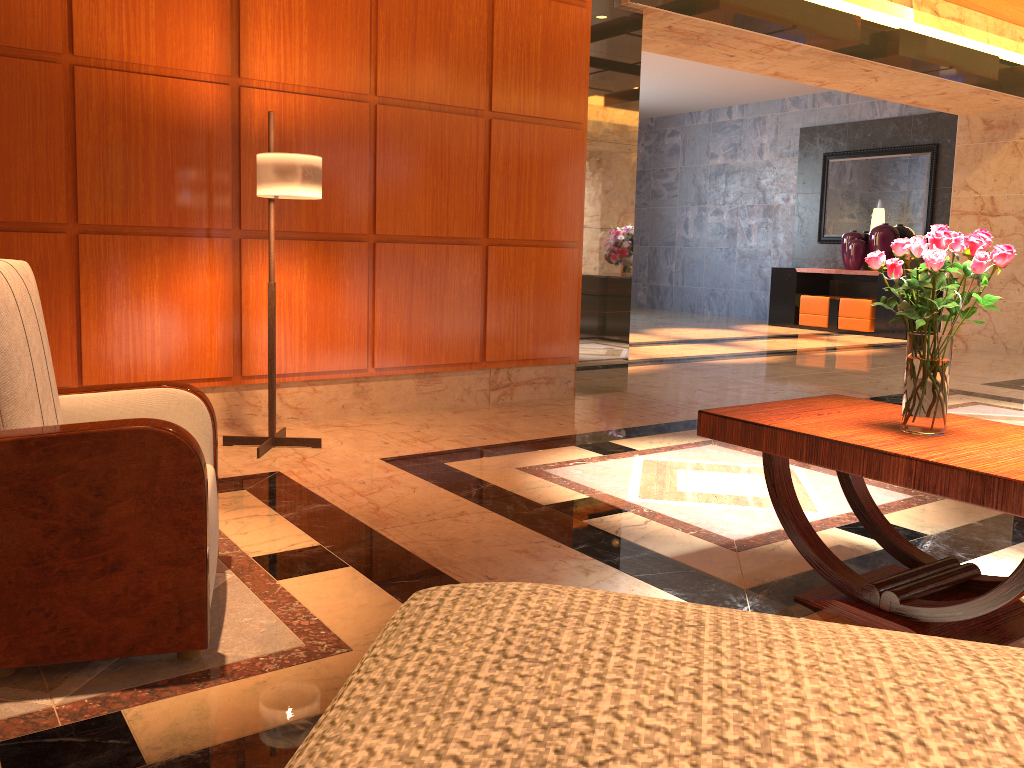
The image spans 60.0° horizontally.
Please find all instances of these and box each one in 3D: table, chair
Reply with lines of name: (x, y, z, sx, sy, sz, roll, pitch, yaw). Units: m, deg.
table: (1.215, 0.405, 2.592, 0.725, 0.531, 1.172, -4, 10, -35)
chair: (-1.117, 0.155, 2.362, 0.628, 0.956, 0.741, 0, 8, -16)
chair: (0.277, 0.495, 0.384, 0.738, 0.956, 0.631, 3, 7, 14)

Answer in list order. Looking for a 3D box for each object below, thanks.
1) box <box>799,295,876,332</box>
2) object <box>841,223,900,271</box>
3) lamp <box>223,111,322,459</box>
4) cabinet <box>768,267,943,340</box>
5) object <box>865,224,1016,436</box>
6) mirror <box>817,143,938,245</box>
box: (4.641, -0.996, 12.390, 0.490, 0.425, 1.137, -4, 10, -35)
object: (4.940, -1.915, 12.368, 0.520, 0.649, 0.865, -4, 9, -35)
lamp: (-1.132, -0.490, 4.333, 0.360, 1.653, 0.528, -5, 9, -45)
cabinet: (4.765, -1.167, 12.454, 0.784, 0.864, 2.199, -4, 10, -35)
object: (1.198, -0.155, 2.524, 0.327, 0.593, 0.352, 0, 7, -15)
mirror: (5.105, -2.642, 12.500, 0.029, 1.332, 1.773, -3, 9, -35)
